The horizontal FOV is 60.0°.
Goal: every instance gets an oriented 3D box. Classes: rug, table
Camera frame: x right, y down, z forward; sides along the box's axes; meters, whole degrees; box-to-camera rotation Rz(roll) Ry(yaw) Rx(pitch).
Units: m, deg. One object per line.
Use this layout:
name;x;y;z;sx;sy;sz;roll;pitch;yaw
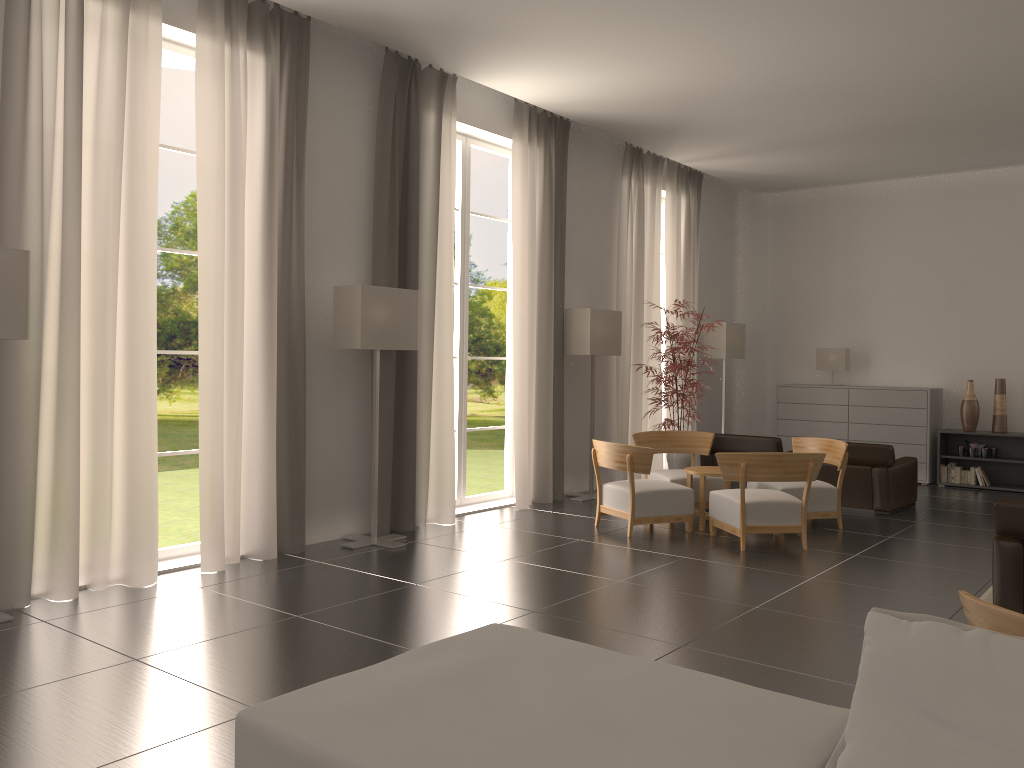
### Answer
rug;6.917;2.173;8.468;4.001;0.010;3.558;2;2;38
table;2.874;1.614;12.539;0.870;0.803;0.870;0;1;-29

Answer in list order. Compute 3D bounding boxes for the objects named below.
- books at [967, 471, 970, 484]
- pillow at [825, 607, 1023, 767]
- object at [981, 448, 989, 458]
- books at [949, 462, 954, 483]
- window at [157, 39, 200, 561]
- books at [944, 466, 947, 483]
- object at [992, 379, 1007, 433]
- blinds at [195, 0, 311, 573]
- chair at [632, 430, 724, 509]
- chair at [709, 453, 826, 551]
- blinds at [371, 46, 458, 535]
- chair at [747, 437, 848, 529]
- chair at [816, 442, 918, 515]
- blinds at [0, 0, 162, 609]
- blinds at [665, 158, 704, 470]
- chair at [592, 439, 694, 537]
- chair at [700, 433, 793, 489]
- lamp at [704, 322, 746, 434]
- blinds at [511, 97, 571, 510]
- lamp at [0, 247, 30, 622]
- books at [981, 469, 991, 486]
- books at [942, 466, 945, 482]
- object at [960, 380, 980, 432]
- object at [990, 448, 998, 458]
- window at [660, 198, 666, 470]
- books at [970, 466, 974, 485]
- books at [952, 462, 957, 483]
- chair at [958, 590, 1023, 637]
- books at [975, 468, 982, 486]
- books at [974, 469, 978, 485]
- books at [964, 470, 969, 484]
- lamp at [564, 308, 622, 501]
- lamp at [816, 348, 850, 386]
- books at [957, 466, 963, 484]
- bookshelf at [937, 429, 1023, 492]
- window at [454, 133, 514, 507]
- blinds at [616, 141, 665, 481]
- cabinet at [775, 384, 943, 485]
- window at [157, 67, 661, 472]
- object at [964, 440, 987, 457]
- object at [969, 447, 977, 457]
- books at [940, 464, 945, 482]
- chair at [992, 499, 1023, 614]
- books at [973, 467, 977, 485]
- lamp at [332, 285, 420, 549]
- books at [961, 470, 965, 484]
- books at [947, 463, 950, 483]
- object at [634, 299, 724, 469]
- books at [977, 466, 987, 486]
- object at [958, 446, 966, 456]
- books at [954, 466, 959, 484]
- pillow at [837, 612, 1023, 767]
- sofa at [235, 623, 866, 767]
books;8.770;1.788;16.994;0.054;0.249;0.167;1;1;38
pillow;1.673;1.214;3.224;0.919;0.577;0.549;2;1;38
object;8.958;1.311;16.793;0.136;0.179;0.135;1;1;9
books;8.510;1.712;17.165;0.029;0.385;0.219;1;1;38
window;-4.045;-0.917;9.588;0.110;5.749;2.643;1;1;38
books;8.441;1.746;17.202;0.039;0.312;0.246;1;1;38
object;9.277;0.412;16.856;0.262;1.025;0.262;1;1;41
blinds;-2.919;-1.221;10.029;0.417;6.431;1.550;1;1;34
chair;2.627;1.370;13.670;1.452;1.226;1.151;1;1;-17
chair;3.202;1.437;11.399;1.452;1.226;1.151;1;1;-7
blinds;-1.312;-1.250;12.084;0.415;6.431;1.549;1;1;42
chair;4.143;1.414;12.824;1.151;1.226;1.452;1;1;-12
chair;5.666;1.459;14.557;1.538;1.076;1.499;2;1;38
blinds;-4.110;-1.200;8.510;0.415;6.431;1.549;1;1;42
blinds;3.472;-1.336;18.195;0.417;6.431;1.550;1;1;34
chair;1.763;1.394;12.252;1.151;1.226;1.452;0;1;-27
chair;4.259;1.410;15.658;1.538;1.076;1.499;2;1;38
lamp;4.568;0.282;19.098;0.908;3.178;1.000;1;1;38
blinds;0.435;-1.282;14.314;0.417;6.431;1.550;1;1;34
lamp;-4.637;0.448;7.335;0.908;3.178;1.000;1;1;38
books;8.967;1.776;16.786;0.142;0.289;0.252;1;1;38
books;8.412;1.749;17.238;0.048;0.305;0.226;1;1;38
object;8.768;0.418;16.974;0.327;0.992;0.327;1;1;-29
object;9.172;1.311;16.888;0.135;0.179;0.136;2;1;44
window;2.471;-1.034;17.915;0.110;5.749;2.643;1;1;38
books;8.809;1.750;16.952;0.054;0.329;0.187;1;1;38
books;8.549;1.714;17.126;0.039;0.384;0.232;1;1;38
chair;2.798;1.623;3.894;1.151;1.226;1.452;0;1;-27
books;8.892;1.759;16.845;0.130;0.322;0.252;1;1;38
books;8.838;1.764;16.895;0.017;0.305;0.239;1;1;38
books;8.726;1.787;17.029;0.054;0.249;0.167;1;1;38
lamp;1.364;0.340;15.003;0.908;3.178;1.000;1;1;38
lamp;6.888;-0.366;19.045;0.619;0.796;0.309;1;1;38
books;8.615;1.753;17.067;0.054;0.311;0.244;1;1;38
bookshelf;9.661;1.477;16.477;3.081;1.079;0.740;2;1;38
window;-0.787;-0.975;13.752;0.110;5.749;2.643;1;1;38
blinds;2.427;-1.318;16.862;0.415;6.431;1.549;1;1;42
cabinet;7.205;0.987;18.559;3.081;1.876;1.040;2;1;38
window;13.975;-3.359;14.495;99.142;20.579;48.624;2;2;38
object;8.913;1.238;17.059;0.142;0.309;0.413;0;1;-37
object;8.778;1.305;16.899;0.135;0.179;0.136;1;1;39
books;8.375;1.731;17.249;0.022;0.338;0.253;1;1;38
chair;5.361;1.616;8.229;1.538;1.076;1.499;2;1;38
books;8.818;1.754;16.902;0.019;0.324;0.254;1;1;38
lamp;-1.703;0.395;11.084;0.908;3.178;1.000;1;1;38
books;8.682;1.785;17.063;0.054;0.249;0.167;1;1;38
books;8.485;1.725;17.191;0.039;0.358;0.210;1;1;38
object;2.783;0.253;15.155;1.490;3.397;1.771;1;1;23
books;8.926;1.743;16.829;0.138;0.354;0.236;1;1;38
object;8.666;1.299;17.081;0.135;0.179;0.136;1;1;39
books;8.580;1.748;17.100;0.039;0.318;0.236;1;1;38
pillow;1.584;1.195;3.114;0.802;0.598;0.585;2;1;37
sofa;0.352;1.653;1.395;5.526;1.204;5.604;2;2;38
